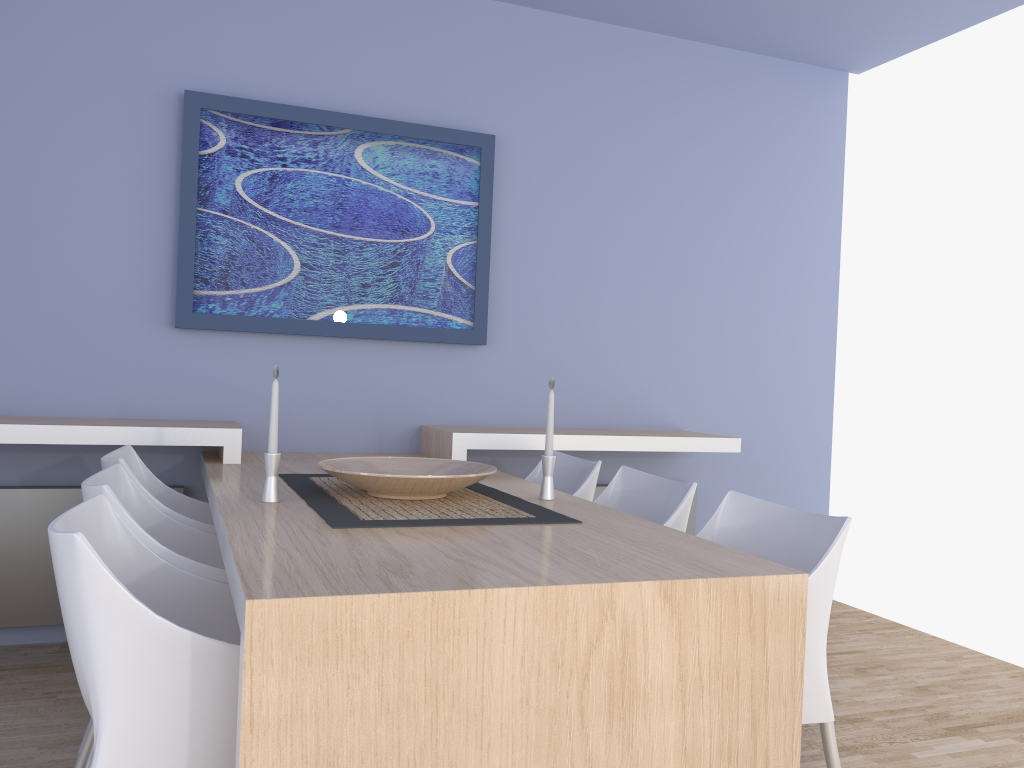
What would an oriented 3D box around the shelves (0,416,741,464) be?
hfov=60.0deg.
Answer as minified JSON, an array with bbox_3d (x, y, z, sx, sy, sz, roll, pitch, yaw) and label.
[{"bbox_3d":[-0.934,0.575,3.343,3.901,0.840,0.463,2,0,-21],"label":"shelves"}]

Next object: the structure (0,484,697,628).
[{"bbox_3d":[-0.940,0.658,3.536,3.843,0.503,0.064,2,0,-21],"label":"structure"}]

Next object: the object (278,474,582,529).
[{"bbox_3d":[-0.287,0.308,2.462,0.594,0.005,0.986,2,0,-21],"label":"object"}]

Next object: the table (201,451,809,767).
[{"bbox_3d":[-0.349,0.666,2.561,1.002,0.718,2.340,2,0,-21],"label":"table"}]

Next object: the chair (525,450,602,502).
[{"bbox_3d":[0.049,0.642,3.135,0.486,0.793,0.510,2,0,-21],"label":"chair"}]

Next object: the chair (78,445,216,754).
[{"bbox_3d":[-1.010,0.600,2.695,0.486,0.793,0.510,2,0,-21],"label":"chair"}]

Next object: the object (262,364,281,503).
[{"bbox_3d":[-0.603,0.123,2.243,0.045,0.349,0.045,3,0,21],"label":"object"}]

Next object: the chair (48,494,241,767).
[{"bbox_3d":[-0.602,0.624,1.621,0.486,0.793,0.510,2,0,-21],"label":"chair"}]

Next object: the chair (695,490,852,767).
[{"bbox_3d":[0.469,0.668,2.029,0.486,0.793,0.510,2,0,-21],"label":"chair"}]

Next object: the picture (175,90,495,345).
[{"bbox_3d":[-0.683,-0.641,3.604,1.252,0.901,0.049,2,0,-21],"label":"picture"}]

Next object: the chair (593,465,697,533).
[{"bbox_3d":[0.258,0.655,2.586,0.486,0.793,0.510,2,0,-20],"label":"chair"}]

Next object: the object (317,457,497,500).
[{"bbox_3d":[-0.290,0.266,2.462,0.493,0.081,0.493,2,0,-2],"label":"object"}]

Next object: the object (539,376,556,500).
[{"bbox_3d":[0.106,0.151,2.513,0.045,0.349,0.045,2,0,-21],"label":"object"}]

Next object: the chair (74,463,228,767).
[{"bbox_3d":[-0.806,0.612,2.158,0.486,0.793,0.510,2,0,-21],"label":"chair"}]
